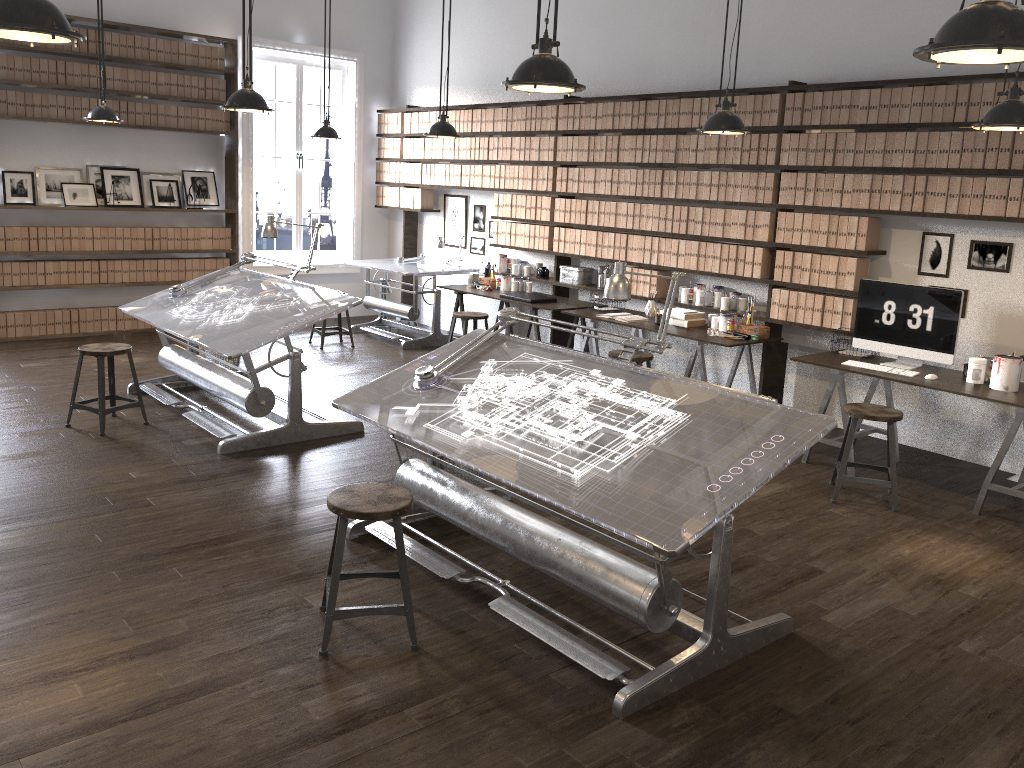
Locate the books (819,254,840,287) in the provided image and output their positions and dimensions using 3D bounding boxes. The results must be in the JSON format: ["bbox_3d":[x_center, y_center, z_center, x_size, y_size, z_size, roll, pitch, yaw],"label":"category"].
[{"bbox_3d":[2.221,-0.785,6.163,0.175,0.223,0.067,-6,14,-40],"label":"books"}]

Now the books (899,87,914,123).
[{"bbox_3d":[2.551,-1.768,5.646,0.175,0.223,0.067,-6,14,-40],"label":"books"}]

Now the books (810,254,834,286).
[{"bbox_3d":[2.176,-0.799,6.216,0.175,0.223,0.067,-6,14,-40],"label":"books"}]

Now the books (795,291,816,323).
[{"bbox_3d":[2.108,-0.545,6.323,0.175,0.223,0.067,-7,14,-40],"label":"books"}]

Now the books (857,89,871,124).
[{"bbox_3d":[2.370,-1.825,5.858,0.175,0.223,0.067,-7,14,-40],"label":"books"}]

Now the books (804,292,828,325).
[{"bbox_3d":[2.152,-0.532,6.276,0.175,0.223,0.067,-6,14,-40],"label":"books"}]

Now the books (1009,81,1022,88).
[{"bbox_3d":[2.961,-1.641,5.171,0.175,0.223,0.067,-6,14,-40],"label":"books"}]

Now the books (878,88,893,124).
[{"bbox_3d":[2.463,-1.796,5.752,0.175,0.223,0.067,-7,14,-40],"label":"books"}]

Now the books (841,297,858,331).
[{"bbox_3d":[2.339,-0.474,6.057,0.175,0.223,0.067,-7,14,-40],"label":"books"}]

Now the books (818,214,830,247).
[{"bbox_3d":[2.206,-1.060,6.140,0.175,0.224,0.067,-6,14,-40],"label":"books"}]

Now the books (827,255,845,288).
[{"bbox_3d":[2.260,-0.771,6.108,0.175,0.224,0.067,-7,14,-40],"label":"books"}]

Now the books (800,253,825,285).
[{"bbox_3d":[2.127,-0.813,6.266,0.175,0.223,0.067,-7,14,-40],"label":"books"}]

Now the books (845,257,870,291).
[{"bbox_3d":[2.345,-0.745,6.013,0.175,0.223,0.067,-6,14,-40],"label":"books"}]

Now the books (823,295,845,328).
[{"bbox_3d":[2.248,-0.502,6.164,0.175,0.223,0.067,-6,14,-40],"label":"books"}]

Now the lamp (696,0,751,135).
[{"bbox_3d":[1.275,-2.548,4.921,0.313,2.232,0.313,0,10,-16],"label":"lamp"}]

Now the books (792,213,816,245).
[{"bbox_3d":[2.077,-1.101,6.292,0.175,0.224,0.067,-6,14,-40],"label":"books"}]

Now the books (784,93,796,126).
[{"bbox_3d":[2.014,-1.938,6.279,0.175,0.223,0.067,-6,14,-40],"label":"books"}]

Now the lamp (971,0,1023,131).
[{"bbox_3d":[2.272,-2.236,3.756,0.313,2.232,0.313,0,10,-16],"label":"lamp"}]

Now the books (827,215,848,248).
[{"bbox_3d":[2.254,-1.047,6.093,0.175,0.223,0.067,-7,14,-40],"label":"books"}]

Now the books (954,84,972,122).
[{"bbox_3d":[2.772,-1.698,5.384,0.175,0.224,0.067,-6,14,-40],"label":"books"}]

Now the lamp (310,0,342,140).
[{"bbox_3d":[-1.764,-3.498,8.468,0.312,2.232,0.314,8,11,29],"label":"lamp"}]

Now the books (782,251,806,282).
[{"bbox_3d":[2.033,-0.842,6.375,0.175,0.224,0.067,-6,14,-40],"label":"books"}]

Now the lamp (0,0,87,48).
[{"bbox_3d":[-1.334,-2.084,2.338,0.313,2.245,0.313,0,10,-16],"label":"lamp"}]

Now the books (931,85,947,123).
[{"bbox_3d":[2.685,-1.727,5.491,0.175,0.223,0.067,-6,14,-40],"label":"books"}]

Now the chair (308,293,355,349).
[{"bbox_3d":[-1.786,-0.635,8.780,0.359,0.523,0.374,-4,13,-31],"label":"chair"}]

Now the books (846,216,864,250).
[{"bbox_3d":[2.342,-1.018,5.984,0.175,0.223,0.067,-6,14,-40],"label":"books"}]

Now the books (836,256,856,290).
[{"bbox_3d":[2.306,-0.758,6.061,0.175,0.223,0.067,-6,14,-40],"label":"books"}]

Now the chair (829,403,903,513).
[{"bbox_3d":[2.017,0.401,5.019,0.359,0.523,0.374,6,11,18],"label":"chair"}]

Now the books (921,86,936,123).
[{"bbox_3d":[2.641,-1.739,5.535,0.175,0.224,0.067,-7,14,-40],"label":"books"}]

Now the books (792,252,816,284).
[{"bbox_3d":[2.085,-0.828,6.323,0.175,0.223,0.067,-7,14,-40],"label":"books"}]

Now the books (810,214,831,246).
[{"bbox_3d":[2.167,-1.074,6.193,0.175,0.223,0.067,-7,14,-40],"label":"books"}]

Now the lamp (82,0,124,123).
[{"bbox_3d":[-3.339,-3.279,7.159,0.312,2.232,0.314,8,11,29],"label":"lamp"}]

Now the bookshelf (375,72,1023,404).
[{"bbox_3d":[1.437,-0.765,7.241,0.374,3.178,9.240,-6,15,-40],"label":"bookshelf"}]

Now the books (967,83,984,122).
[{"bbox_3d":[2.825,-1.684,5.331,0.175,0.223,0.067,-7,14,-40],"label":"books"}]

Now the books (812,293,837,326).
[{"bbox_3d":[2.196,-0.517,6.217,0.175,0.224,0.067,-7,14,-40],"label":"books"}]

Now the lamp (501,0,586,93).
[{"bbox_3d":[0.169,-2.180,3.057,0.313,2.232,0.313,0,10,-16],"label":"lamp"}]

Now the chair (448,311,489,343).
[{"bbox_3d":[-0.377,-0.364,7.886,0.359,0.523,0.374,-4,13,-31],"label":"chair"}]

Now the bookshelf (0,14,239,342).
[{"bbox_3d":[-4.006,-1.654,8.840,2.480,3.690,0.415,-6,14,-40],"label":"bookshelf"}]

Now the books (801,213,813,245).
[{"bbox_3d":[2.125,-1.086,6.239,0.175,0.223,0.067,-7,14,-40],"label":"books"}]

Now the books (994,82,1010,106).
[{"bbox_3d":[2.915,-1.655,5.225,0.175,0.223,0.067,-6,14,-40],"label":"books"}]

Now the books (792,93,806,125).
[{"bbox_3d":[2.057,-1.922,6.220,0.175,0.224,0.067,-7,14,-40],"label":"books"}]

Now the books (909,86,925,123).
[{"bbox_3d":[2.595,-1.753,5.590,0.175,0.223,0.067,-6,14,-40],"label":"books"}]

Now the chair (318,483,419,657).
[{"bbox_3d":[-0.530,0.670,3.284,0.358,0.523,0.375,0,11,-12],"label":"chair"}]

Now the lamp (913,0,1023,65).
[{"bbox_3d":[1.165,-1.868,1.892,0.312,2.232,0.314,8,11,29],"label":"lamp"}]

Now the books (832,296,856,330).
[{"bbox_3d":[2.290,-0.488,6.108,0.175,0.223,0.067,-6,14,-40],"label":"books"}]

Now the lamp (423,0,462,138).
[{"bbox_3d":[-0.511,-3.108,7.010,0.312,2.232,0.314,8,11,29],"label":"lamp"}]

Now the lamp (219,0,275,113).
[{"bbox_3d":[-1.502,-2.704,5.011,0.313,2.232,0.313,-1,11,-20],"label":"lamp"}]

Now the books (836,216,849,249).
[{"bbox_3d":[2.299,-1.033,6.040,0.175,0.223,0.067,-7,14,-40],"label":"books"}]

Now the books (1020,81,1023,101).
[{"bbox_3d":[3.000,-1.626,5.117,0.175,0.224,0.067,-7,14,-40],"label":"books"}]

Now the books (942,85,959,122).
[{"bbox_3d":[2.729,-1.713,5.443,0.175,0.223,0.067,-7,14,-40],"label":"books"}]

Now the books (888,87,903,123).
[{"bbox_3d":[2.509,-1.783,5.701,0.175,0.223,0.067,-7,14,-40],"label":"books"}]

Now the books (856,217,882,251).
[{"bbox_3d":[2.391,-1.004,5.933,0.175,0.223,0.067,-6,14,-40],"label":"books"}]

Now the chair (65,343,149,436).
[{"bbox_3d":[-2.609,0.021,5.703,0.359,0.523,0.374,8,12,27],"label":"chair"}]

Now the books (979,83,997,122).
[{"bbox_3d":[2.867,-1.669,5.275,0.175,0.223,0.067,-7,14,-40],"label":"books"}]

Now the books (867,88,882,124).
[{"bbox_3d":[2.415,-1.810,5.802,0.175,0.224,0.067,-6,14,-40],"label":"books"}]

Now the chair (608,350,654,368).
[{"bbox_3d":[0.835,0.040,6.361,0.372,0.523,0.361,7,12,22],"label":"chair"}]
